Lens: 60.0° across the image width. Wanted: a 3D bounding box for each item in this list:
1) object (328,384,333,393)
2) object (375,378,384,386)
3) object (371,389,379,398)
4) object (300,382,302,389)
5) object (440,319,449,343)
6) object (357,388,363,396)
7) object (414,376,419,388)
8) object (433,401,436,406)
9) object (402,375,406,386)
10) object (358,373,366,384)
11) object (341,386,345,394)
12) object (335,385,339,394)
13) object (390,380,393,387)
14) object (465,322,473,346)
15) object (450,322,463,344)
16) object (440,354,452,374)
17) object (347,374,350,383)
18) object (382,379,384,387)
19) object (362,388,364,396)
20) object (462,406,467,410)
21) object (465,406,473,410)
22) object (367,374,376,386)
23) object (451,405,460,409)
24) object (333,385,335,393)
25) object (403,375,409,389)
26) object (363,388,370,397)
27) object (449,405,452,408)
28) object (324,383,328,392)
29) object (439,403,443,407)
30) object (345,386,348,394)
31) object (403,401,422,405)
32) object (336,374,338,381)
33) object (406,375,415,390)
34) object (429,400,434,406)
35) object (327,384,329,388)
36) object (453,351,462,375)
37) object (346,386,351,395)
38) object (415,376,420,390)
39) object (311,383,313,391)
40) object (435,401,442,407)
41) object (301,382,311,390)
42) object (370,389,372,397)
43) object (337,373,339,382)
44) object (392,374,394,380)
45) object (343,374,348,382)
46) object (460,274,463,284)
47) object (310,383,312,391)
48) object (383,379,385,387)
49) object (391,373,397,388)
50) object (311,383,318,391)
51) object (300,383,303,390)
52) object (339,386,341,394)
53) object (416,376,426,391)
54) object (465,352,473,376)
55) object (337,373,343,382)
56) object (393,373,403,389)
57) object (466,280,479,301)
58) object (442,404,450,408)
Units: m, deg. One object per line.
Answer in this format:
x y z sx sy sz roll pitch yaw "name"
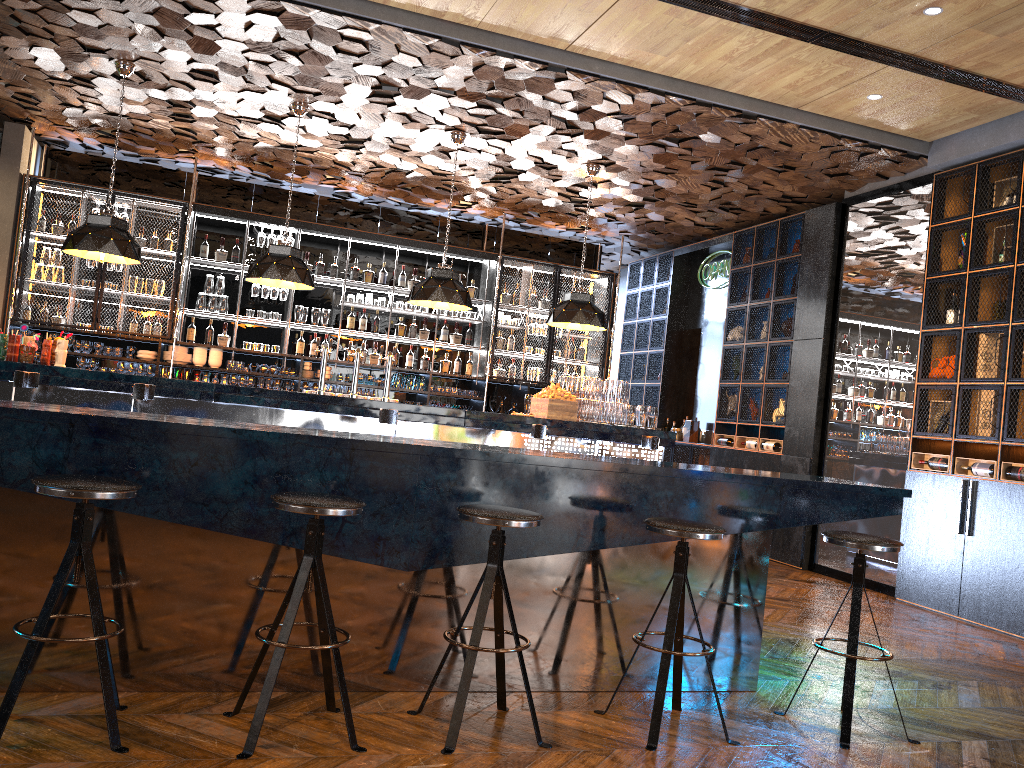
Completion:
-2.077 0.117 10.102 0.058 0.234 0.058 7 -2 -15 "object"
-1.532 -0.023 10.261 0.098 0.097 0.098 8 -3 -39 "object"
-1.591 0.177 10.272 0.091 0.229 0.091 4 -3 43 "object"
-2.408 0.090 10.250 0.108 0.227 0.108 6 -2 12 "object"
-0.814 -0.637 10.735 0.086 0.298 0.086 5 -2 30 "object"
-1.768 0.156 10.214 0.091 0.229 0.091 5 -2 29 "object"
-1.137 -0.005 10.623 0.115 0.172 0.101 6 -2 -9 "object"
-0.933 0.287 10.627 0.089 0.174 0.089 5 -2 32 "object"
-1.266 -0.021 10.575 0.101 0.172 0.115 7 -2 -14 "object"
-1.734 -0.060 10.216 0.100 0.125 0.100 5 -2 20 "object"
-1.935 0.134 10.131 0.049 0.231 0.049 7 -2 -23 "object"
-2.006 0.126 10.107 0.049 0.231 0.049 6 -2 -7 "object"
-1.433 -0.011 10.289 0.098 0.097 0.098 5 -2 15 "object"
-0.521 -0.603 10.831 0.086 0.299 0.086 5 -2 30 "object"
-0.676 -0.610 10.760 0.123 0.279 0.123 7 -2 -30 "object"
-0.801 -0.243 10.731 0.151 0.248 0.094 6 -2 -10 "object"
-1.907 -0.063 10.271 0.058 0.099 0.067 6 -2 -7 "object"
-1.499 -0.011 10.489 0.098 0.097 0.098 7 -2 -32 "object"
-1.771 0.160 10.333 0.091 0.229 0.091 6 -2 13 "object"
-0.562 0.341 10.738 0.107 0.152 0.107 6 -2 -5 "object"
-0.523 0.341 10.627 0.107 0.152 0.107 6 -2 7 "object"
-1.630 -0.048 10.254 0.108 0.126 0.108 5 -2 16 "object"
-0.686 0.325 10.595 0.106 0.148 0.106 6 -2 -9 "object"
-2.066 0.126 10.290 0.049 0.231 0.049 7 -2 -29 "object"
-1.224 -0.021 10.462 0.101 0.172 0.115 6 -2 11 "object"
-1.682 0.166 10.243 0.091 0.229 0.091 6 -2 8 "object"
-0.724 0.324 10.705 0.106 0.148 0.106 6 -2 10 "object"
-2.128 0.110 10.074 0.058 0.234 0.058 5 -2 24 "object"
-0.831 0.312 10.667 0.106 0.148 0.106 6 -2 13 "object"
-1.932 0.146 10.398 0.091 0.229 0.091 5 -2 17 "object"
-1.246 0.268 10.486 0.356 0.134 0.206 6 -2 -11 "object"
-2.013 -0.072 10.329 0.058 0.099 0.067 5 -2 32 "object"
-1.178 -0.020 10.342 0.115 0.172 0.101 7 -2 -34 "object"
-0.962 0.278 10.451 0.089 0.174 0.089 5 -2 32 "object"
-2.126 0.118 10.280 0.058 0.234 0.058 8 -3 -42 "object"
-0.658 -0.251 10.795 0.086 0.298 0.086 5 -2 30 "object"
-1.864 0.145 10.176 0.091 0.229 0.091 7 -2 -33 "object"
-1.088 -0.005 10.506 0.115 0.172 0.101 7 -2 -34 "object"
-2.262 0.103 10.170 0.108 0.227 0.108 5 -3 36 "object"
-0.880 0.290 10.542 0.089 0.174 0.089 5 -2 32 "object"
-2.335 0.090 10.019 0.108 0.227 0.108 7 -2 -27 "object"
-1.681 0.171 10.362 0.091 0.229 0.091 7 -2 -25 "object"
-1.978 -0.074 10.167 0.058 0.099 0.067 4 -3 41 "object"
-1.393 -0.036 10.536 0.115 0.172 0.101 7 -2 -34 "object"
-1.910 -0.067 10.160 0.067 0.099 0.058 5 -2 17 "object"
-0.643 -1.190 10.819 0.086 0.298 0.086 5 -2 30 "object"
-2.302 0.103 10.286 0.108 0.227 0.108 5 -2 17 "object"
-1.471 -0.012 10.390 0.098 0.097 0.098 6 -2 6 "object"
-1.359 -0.036 10.418 0.115 0.172 0.101 6 -2 -9 "object"
-2.227 0.102 10.057 0.108 0.227 0.108 4 -3 41 "object"
-2.369 0.090 10.133 0.108 0.227 0.108 8 -3 -39 "object"
-1.999 0.134 10.309 0.049 0.231 0.049 7 -2 -16 "object"
-1.056 -0.005 10.393 0.101 0.172 0.115 6 -2 11 "object"
-0.517 -0.235 10.829 0.080 0.299 0.080 7 -2 -16 "object"
-1.954 -0.074 10.103 0.058 0.099 0.067 5 -2 27 "object"
-1.316 -0.036 10.305 0.115 0.172 0.101 6 -2 11 "object"
-0.485 -1.146 10.839 0.151 0.248 0.094 6 -2 10 "object"
-0.795 0.312 10.556 0.106 0.148 0.106 6 -2 0 "object"
